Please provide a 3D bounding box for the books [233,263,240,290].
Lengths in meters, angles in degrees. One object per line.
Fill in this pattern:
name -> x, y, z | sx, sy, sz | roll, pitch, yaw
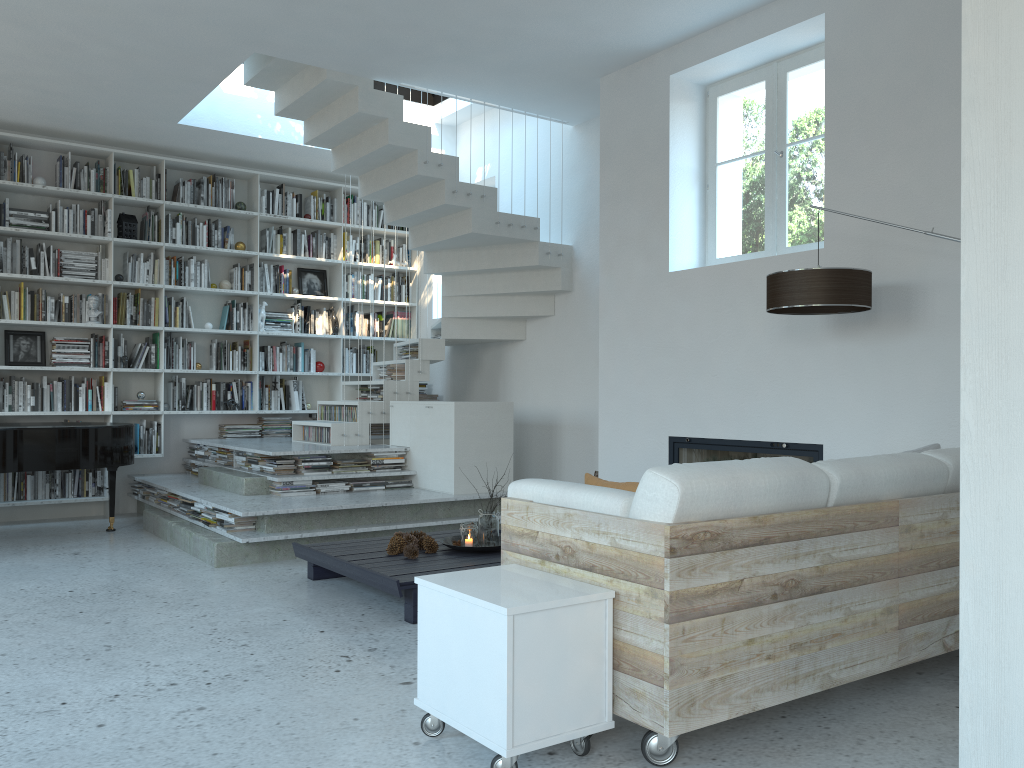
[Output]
books -> -2.582, -0.989, 8.303 | 0.015, 0.267, 0.164 | 0, 0, -35

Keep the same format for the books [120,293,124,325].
books -> -3.417, -0.645, 7.726 | 0.035, 0.293, 0.145 | 0, 0, -35

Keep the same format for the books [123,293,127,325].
books -> -3.396, -0.644, 7.741 | 0.035, 0.293, 0.145 | 0, 0, -35

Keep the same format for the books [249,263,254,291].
books -> -2.470, -0.992, 8.373 | 0.005, 0.278, 0.182 | 0, 0, -35

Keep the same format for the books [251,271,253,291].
books -> -2.481, -0.956, 8.373 | 0.012, 0.206, 0.169 | 0, 0, -35

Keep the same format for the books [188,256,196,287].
books -> -2.916, -1.007, 8.082 | 0.027, 0.295, 0.159 | 0, 0, -35

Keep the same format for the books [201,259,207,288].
books -> -2.827, -0.995, 8.120 | 0.024, 0.272, 0.169 | 0, 0, -35

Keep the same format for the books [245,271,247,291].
books -> -2.528, -0.955, 8.349 | 0.013, 0.202, 0.173 | 0, 0, -35

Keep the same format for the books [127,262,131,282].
books -> -3.360, -0.958, 7.745 | 0.028, 0.185, 0.181 | 0, 0, -35

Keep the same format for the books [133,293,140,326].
books -> -3.298, -0.644, 7.779 | 0.019, 0.293, 0.182 | 0, 0, -35

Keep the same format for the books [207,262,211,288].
books -> -2.808, -0.984, 8.162 | 0.034, 0.254, 0.161 | 0, 0, -35

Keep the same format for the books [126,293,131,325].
books -> -3.359, -0.645, 7.753 | 0.019, 0.294, 0.163 | 0, 0, -35

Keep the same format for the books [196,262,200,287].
books -> -2.887, -0.982, 8.084 | 0.025, 0.245, 0.183 | 0, 0, -35

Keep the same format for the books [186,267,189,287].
books -> -2.967, -0.957, 8.037 | 0.025, 0.194, 0.171 | 0, 0, -35

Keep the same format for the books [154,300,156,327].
books -> -3.199, -0.619, 7.892 | 0.019, 0.248, 0.149 | 0, 0, -35

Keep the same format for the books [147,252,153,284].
books -> -3.214, -1.010, 7.863 | 0.028, 0.293, 0.154 | 0, 0, -35

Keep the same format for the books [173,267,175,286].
books -> -3.062, -0.951, 7.977 | 0.021, 0.179, 0.136 | 0, 0, -35

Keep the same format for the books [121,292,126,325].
books -> -3.398, -0.645, 7.722 | 0.035, 0.293, 0.145 | 0, 0, -35

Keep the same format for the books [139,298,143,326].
books -> -3.286, -0.623, 7.814 | 0.033, 0.253, 0.174 | 0, 0, -35

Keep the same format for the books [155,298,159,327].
books -> -3.181, -0.629, 7.901 | 0.033, 0.268, 0.141 | 0, 0, -35

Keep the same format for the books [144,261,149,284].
books -> -3.239, -0.969, 7.835 | 0.029, 0.211, 0.157 | 0, 0, -35

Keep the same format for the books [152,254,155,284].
books -> -3.200, -1.002, 7.870 | 0.025, 0.277, 0.173 | 0, 0, -35

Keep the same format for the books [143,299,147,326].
books -> -3.253, -0.617, 7.808 | 0.027, 0.242, 0.188 | 0, 0, -35

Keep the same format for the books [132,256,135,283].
books -> -3.339, -0.990, 7.779 | 0.028, 0.250, 0.164 | 0, 0, -35

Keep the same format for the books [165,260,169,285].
books -> -3.111, -0.983, 7.953 | 0.030, 0.242, 0.138 | 0, 0, -35

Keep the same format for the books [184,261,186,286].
books -> -2.981, -0.979, 8.016 | 0.022, 0.237, 0.164 | 0, 0, -35

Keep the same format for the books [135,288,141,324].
books -> -3.299, -0.666, 7.801 | 0.021, 0.337, 0.169 | 0, 0, -35

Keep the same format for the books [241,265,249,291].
books -> -2.511, -0.982, 8.349 | 0.016, 0.257, 0.176 | 0, 0, -35

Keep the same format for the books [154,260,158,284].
books -> -3.178, -0.978, 7.867 | 0.028, 0.230, 0.176 | 0, 0, -35

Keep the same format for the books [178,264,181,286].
books -> -3.020, -0.969, 8.005 | 0.026, 0.216, 0.161 | 0, 0, -35

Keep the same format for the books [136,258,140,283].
books -> -3.302, -0.983, 7.799 | 0.023, 0.236, 0.178 | 0, 0, -35

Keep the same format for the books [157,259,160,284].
books -> -3.171, -0.982, 7.890 | 0.026, 0.238, 0.173 | 0, 0, -35

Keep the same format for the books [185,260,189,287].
books -> -2.956, -0.989, 8.052 | 0.011, 0.257, 0.131 | 0, 0, -35

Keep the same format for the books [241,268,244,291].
books -> -2.554, -0.968, 8.338 | 0.016, 0.228, 0.160 | 0, 0, -35

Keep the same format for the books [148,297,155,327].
books -> -3.205, -0.628, 7.869 | 0.032, 0.266, 0.143 | 0, 0, -35

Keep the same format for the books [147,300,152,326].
books -> -3.228, -0.615, 7.859 | 0.028, 0.239, 0.145 | 0, 0, -35

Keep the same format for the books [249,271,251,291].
books -> -2.499, -0.956, 8.356 | 0.013, 0.204, 0.173 | 0, 0, -35

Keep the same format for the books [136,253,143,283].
books -> -3.276, -1.002, 7.791 | 0.028, 0.275, 0.187 | 0, 0, -35

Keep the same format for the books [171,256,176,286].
books -> -3.057, -1.003, 8.001 | 0.014, 0.284, 0.135 | 0, 0, -35

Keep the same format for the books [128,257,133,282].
books -> -3.356, -0.987, 7.773 | 0.024, 0.242, 0.159 | 0, 0, -35

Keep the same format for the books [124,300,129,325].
books -> -3.375, -0.614, 7.745 | 0.015, 0.232, 0.180 | 0, 0, -35

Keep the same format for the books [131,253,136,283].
books -> -3.327, -1.003, 7.789 | 0.019, 0.275, 0.146 | 0, 0, -35

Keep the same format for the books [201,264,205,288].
books -> -2.852, -0.975, 8.117 | 0.021, 0.232, 0.183 | 0, 0, -35

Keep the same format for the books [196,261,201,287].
books -> -2.878, -0.990, 8.115 | 0.024, 0.262, 0.133 | 0, 0, -35

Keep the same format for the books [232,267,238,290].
books -> -2.600, -0.971, 8.305 | 0.012, 0.232, 0.154 | 0, 0, -35

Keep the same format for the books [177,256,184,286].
books -> -2.993, -1.001, 8.000 | 0.014, 0.280, 0.177 | 0, 0, -35

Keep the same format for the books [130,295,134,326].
books -> -3.356, -0.636, 7.783 | 0.035, 0.278, 0.139 | 0, 0, -35

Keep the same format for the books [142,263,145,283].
books -> -3.269, -0.962, 7.809 | 0.024, 0.195, 0.173 | 0, 0, -35

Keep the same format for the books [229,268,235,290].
books -> -2.618, -0.965, 8.299 | 0.015, 0.220, 0.140 | 0, 0, -35

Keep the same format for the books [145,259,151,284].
books -> -3.228, -0.980, 7.852 | 0.024, 0.234, 0.149 | 0, 0, -35

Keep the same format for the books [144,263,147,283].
books -> -3.256, -0.962, 7.822 | 0.027, 0.196, 0.185 | 0, 0, -35

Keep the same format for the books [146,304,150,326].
books -> -3.237, -0.598, 7.828 | 0.034, 0.204, 0.181 | 0, 0, -35

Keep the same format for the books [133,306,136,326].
books -> -3.337, -0.587, 7.799 | 0.030, 0.181, 0.131 | 0, 0, -35

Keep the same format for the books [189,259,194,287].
books -> -2.925, -0.992, 8.044 | 0.030, 0.263, 0.182 | 0, 0, -35

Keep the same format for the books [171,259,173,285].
books -> -3.069, -0.986, 7.957 | 0.014, 0.248, 0.176 | 0, 0, -35

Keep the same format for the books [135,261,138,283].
books -> -3.318, -0.968, 7.794 | 0.023, 0.207, 0.171 | 0, 0, -35

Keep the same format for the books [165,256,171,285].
books -> -3.090, -1.001, 7.962 | 0.014, 0.278, 0.154 | 0, 0, -35

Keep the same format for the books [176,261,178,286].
books -> -3.035, -0.979, 7.992 | 0.013, 0.236, 0.157 | 0, 0, -35
